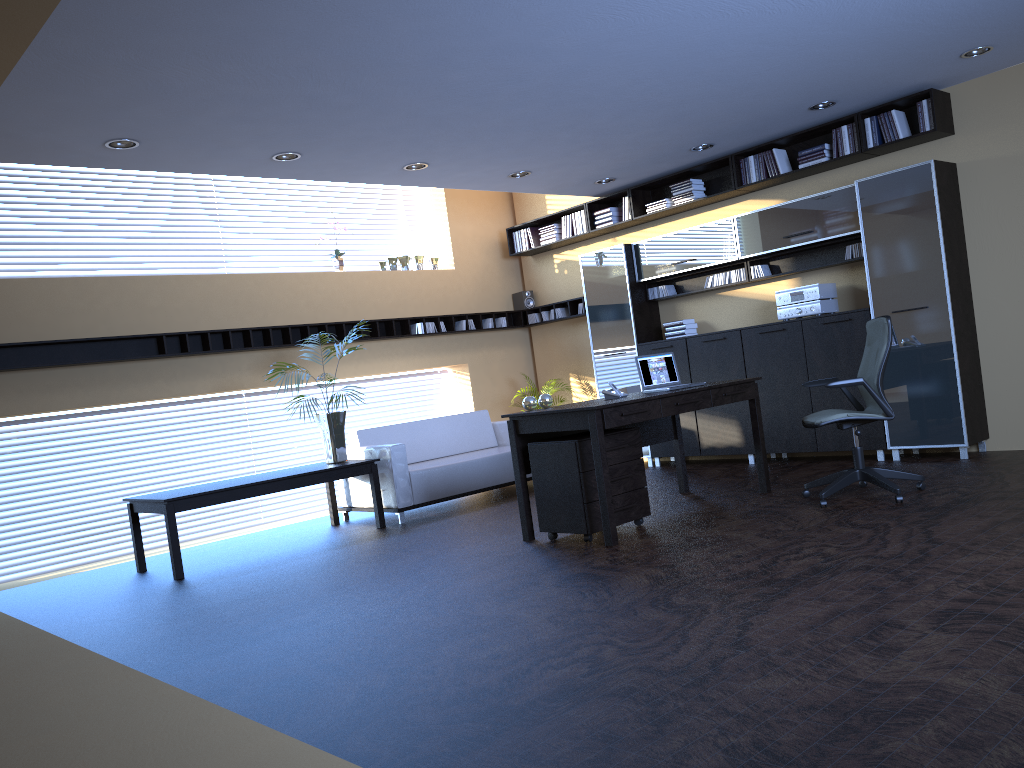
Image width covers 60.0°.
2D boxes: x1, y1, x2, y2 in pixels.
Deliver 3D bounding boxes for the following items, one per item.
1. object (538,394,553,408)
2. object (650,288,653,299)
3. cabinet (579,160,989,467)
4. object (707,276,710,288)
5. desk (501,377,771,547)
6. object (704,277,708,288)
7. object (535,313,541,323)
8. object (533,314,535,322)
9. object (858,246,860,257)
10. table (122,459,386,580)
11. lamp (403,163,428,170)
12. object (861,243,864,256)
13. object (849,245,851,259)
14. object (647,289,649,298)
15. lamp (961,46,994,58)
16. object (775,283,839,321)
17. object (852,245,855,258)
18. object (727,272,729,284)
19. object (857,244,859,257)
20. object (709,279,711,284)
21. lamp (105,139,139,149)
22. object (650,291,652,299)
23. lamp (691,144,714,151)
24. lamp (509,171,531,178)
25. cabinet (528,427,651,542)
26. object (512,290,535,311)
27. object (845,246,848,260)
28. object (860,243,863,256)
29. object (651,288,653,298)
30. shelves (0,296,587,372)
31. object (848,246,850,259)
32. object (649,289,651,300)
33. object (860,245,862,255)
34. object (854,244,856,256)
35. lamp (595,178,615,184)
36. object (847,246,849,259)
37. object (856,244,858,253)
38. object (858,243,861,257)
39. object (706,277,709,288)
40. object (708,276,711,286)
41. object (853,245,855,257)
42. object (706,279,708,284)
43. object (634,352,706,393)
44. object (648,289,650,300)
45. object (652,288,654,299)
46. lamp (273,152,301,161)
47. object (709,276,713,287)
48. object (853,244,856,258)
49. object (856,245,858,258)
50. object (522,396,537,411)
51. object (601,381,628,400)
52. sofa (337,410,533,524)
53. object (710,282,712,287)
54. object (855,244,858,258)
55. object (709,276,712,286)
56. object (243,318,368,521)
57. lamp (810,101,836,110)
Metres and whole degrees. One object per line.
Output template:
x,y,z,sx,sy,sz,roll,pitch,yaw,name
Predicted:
0.239,0.121,6.330,0.105,0.105,0.105,-8,1,-23,object
1.551,-0.979,9.592,0.142,0.120,0.009,-9,2,-42,object
2.359,-0.437,8.628,0.489,2.401,3.882,-9,1,-42,cabinet
2.045,-1.041,9.044,0.142,0.113,0.059,-8,1,-42,object
0.982,0.522,6.489,1.891,0.891,0.915,-8,1,-42,desk
2.022,-1.038,9.063,0.142,0.113,0.059,-8,1,-42,object
0.349,-0.818,10.937,0.142,0.118,0.040,-9,2,-42,object
0.326,-0.816,10.963,0.142,0.120,0.009,-9,2,-42,object
3.104,-1.185,7.856,0.142,0.120,0.009,-9,2,-42,object
-2.103,1.086,7.445,1.891,0.603,0.899,-8,1,-42,table
-0.818,-1.880,7.487,0.209,0.096,0.208,-8,0,18,lamp
3.126,-1.188,7.821,0.142,0.120,0.009,-9,2,-42,object
3.054,-1.178,7.920,0.142,0.120,0.030,-9,2,-42,object
1.525,-0.975,9.623,0.142,0.120,0.009,-9,2,-42,object
3.361,-2.447,6.414,0.208,0.096,0.209,-8,0,-24,lamp
2.705,-0.750,8.145,0.362,0.282,0.431,-8,1,-42,object
3.073,-1.181,7.895,0.142,0.120,0.009,-9,2,-42,object
2.199,-1.064,8.868,0.140,0.116,0.036,-9,2,-42,object
3.095,-1.184,7.848,0.140,0.118,0.006,-9,2,-42,object
2.061,-1.043,9.031,0.142,0.113,0.059,-8,1,-42,object
-2.589,-1.633,5.873,0.209,0.096,0.208,-8,1,-42,lamp
1.546,-0.978,9.600,0.140,0.118,0.006,-9,2,-42,object
1.755,-2.234,8.205,0.209,0.096,0.207,-7,1,42,lamp
0.067,-2.004,8.294,0.209,0.096,0.207,-8,1,30,lamp
0.552,0.688,6.105,0.633,0.680,0.501,-9,1,-42,cabinet
0.150,-1.039,11.129,0.158,0.229,0.254,-9,1,-32,object
3.030,-1.174,7.947,0.142,0.118,0.040,-9,2,-42,object
3.122,-1.187,7.831,0.142,0.120,0.009,-9,2,-42,object
1.562,-0.980,9.588,0.142,0.120,0.009,-9,2,-42,object
-1.858,-0.535,8.653,6.609,0.213,1.251,-8,0,-42,shelves
3.047,-1.177,7.928,0.142,0.120,0.030,-9,2,-42,object
1.539,-0.977,9.607,0.140,0.118,0.006,-9,2,-42,object
3.123,-1.187,7.846,0.140,0.118,0.006,-9,2,-42,object
3.085,-1.182,7.879,0.142,0.120,0.009,-9,2,-42,object
0.952,-2.127,9.101,0.208,0.096,0.209,-8,0,-24,lamp
3.040,-1.176,7.935,0.142,0.120,0.030,-9,2,-42,object
3.102,-1.184,7.867,0.142,0.120,0.009,-9,2,-42,object
3.109,-1.185,7.846,0.142,0.120,0.009,-9,2,-42,object
2.039,-1.040,9.052,0.142,0.113,0.059,-8,1,-42,object
2.050,-1.041,9.034,0.140,0.110,0.055,-8,1,-42,object
3.076,-1.181,7.885,0.140,0.118,0.006,-9,2,-42,object
2.036,-1.040,9.063,0.142,0.113,0.059,-8,1,-42,object
1.189,-0.101,6.663,0.389,0.283,0.323,-8,1,-32,object
1.530,-0.976,9.614,0.142,0.120,0.009,-9,2,-42,object
1.566,-0.980,9.577,0.140,0.118,0.006,-9,2,-42,object
-1.704,-1.756,6.680,0.209,0.096,0.208,-8,0,18,lamp
2.065,-1.043,9.020,0.140,0.110,0.055,-8,1,-42,object
3.081,-1.182,7.889,0.142,0.120,0.009,-9,2,-42,object
3.087,-1.183,7.867,0.142,0.124,0.009,-9,2,-42,object
0.126,0.137,6.296,0.105,0.105,0.105,-8,1,-23,object
0.740,0.041,6.415,0.146,0.127,0.130,-7,1,33,object
-0.620,0.752,8.816,2.052,0.849,1.016,-8,1,-42,sofa
2.070,-1.044,9.025,0.142,0.113,0.059,-8,1,-42,object
3.084,-1.182,7.865,0.142,0.120,0.009,-9,2,-42,object
2.060,-1.043,9.030,0.140,0.110,0.055,-8,1,-42,object
-1.867,0.415,8.452,1.038,1.861,1.897,-8,1,-22,object
2.558,-2.341,7.310,0.209,0.096,0.207,-7,1,42,lamp
